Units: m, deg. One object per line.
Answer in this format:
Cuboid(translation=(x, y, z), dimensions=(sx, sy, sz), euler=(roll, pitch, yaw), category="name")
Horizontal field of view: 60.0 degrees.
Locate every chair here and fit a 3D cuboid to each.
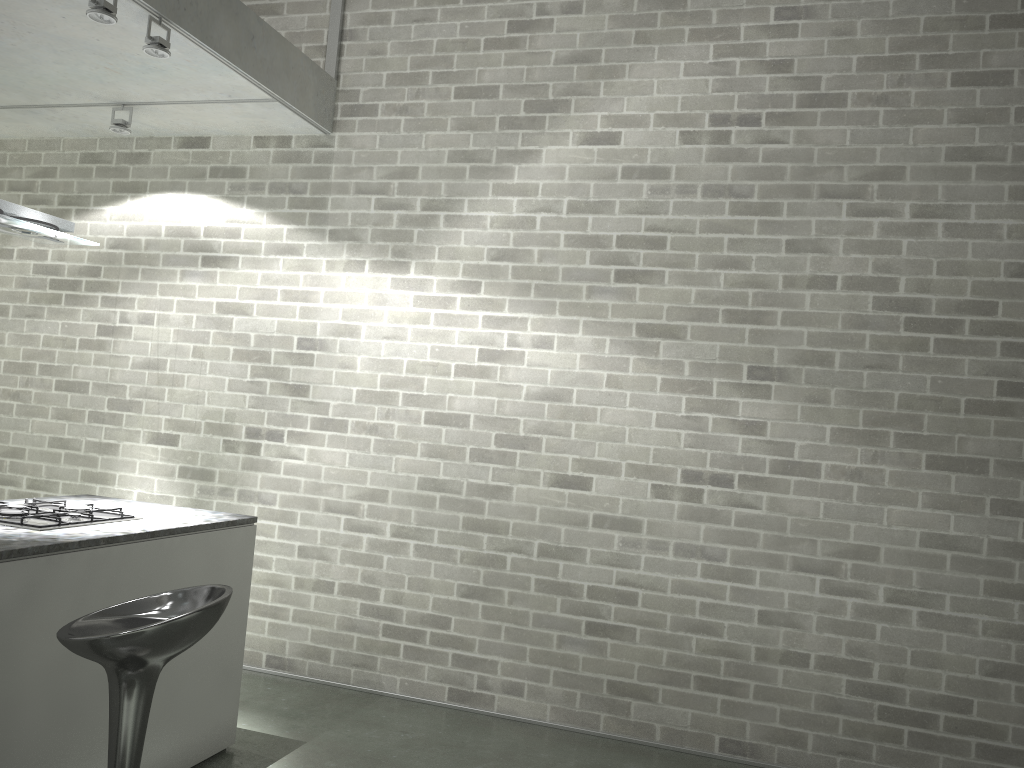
Cuboid(translation=(-1.058, 1.027, 2.443), dimensions=(0.464, 0.931, 0.457), euler=(5, -3, -2), category="chair")

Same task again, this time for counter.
Cuboid(translation=(-2.192, 0.865, 1.811), dimensions=(0.900, 0.960, 4.400), euler=(4, -3, 17), category="counter")

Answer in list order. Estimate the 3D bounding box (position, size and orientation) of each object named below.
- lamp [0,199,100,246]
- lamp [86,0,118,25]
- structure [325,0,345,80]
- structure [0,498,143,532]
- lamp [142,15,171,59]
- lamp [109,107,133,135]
Cuboid(translation=(-1.967, -1.094, 2.915), dimensions=(0.290, 0.964, 1.490), euler=(4, -3, 17), category="lamp")
Cuboid(translation=(-1.535, -1.434, 3.331), dimensions=(0.109, 0.135, 0.109), euler=(6, -3, -25), category="lamp")
Cuboid(translation=(-1.773, -2.354, 2.353), dimensions=(0.070, 0.972, 5.560), euler=(4, -3, 17), category="structure")
Cuboid(translation=(-1.722, 0.469, 3.239), dimensions=(0.500, 0.038, 0.500), euler=(4, -3, 17), category="structure")
Cuboid(translation=(-1.446, -1.413, 3.625), dimensions=(0.109, 0.135, 0.109), euler=(6, -3, -25), category="lamp")
Cuboid(translation=(-2.098, -1.421, 4.764), dimensions=(0.109, 0.132, 0.109), euler=(7, -3, -31), category="lamp")
